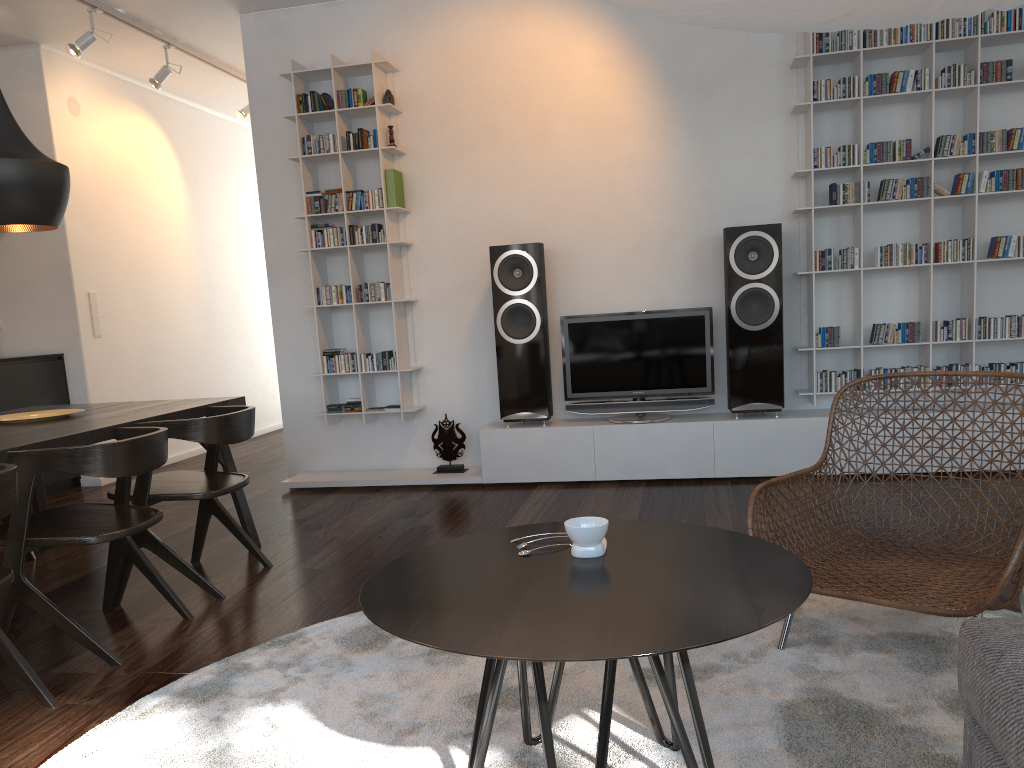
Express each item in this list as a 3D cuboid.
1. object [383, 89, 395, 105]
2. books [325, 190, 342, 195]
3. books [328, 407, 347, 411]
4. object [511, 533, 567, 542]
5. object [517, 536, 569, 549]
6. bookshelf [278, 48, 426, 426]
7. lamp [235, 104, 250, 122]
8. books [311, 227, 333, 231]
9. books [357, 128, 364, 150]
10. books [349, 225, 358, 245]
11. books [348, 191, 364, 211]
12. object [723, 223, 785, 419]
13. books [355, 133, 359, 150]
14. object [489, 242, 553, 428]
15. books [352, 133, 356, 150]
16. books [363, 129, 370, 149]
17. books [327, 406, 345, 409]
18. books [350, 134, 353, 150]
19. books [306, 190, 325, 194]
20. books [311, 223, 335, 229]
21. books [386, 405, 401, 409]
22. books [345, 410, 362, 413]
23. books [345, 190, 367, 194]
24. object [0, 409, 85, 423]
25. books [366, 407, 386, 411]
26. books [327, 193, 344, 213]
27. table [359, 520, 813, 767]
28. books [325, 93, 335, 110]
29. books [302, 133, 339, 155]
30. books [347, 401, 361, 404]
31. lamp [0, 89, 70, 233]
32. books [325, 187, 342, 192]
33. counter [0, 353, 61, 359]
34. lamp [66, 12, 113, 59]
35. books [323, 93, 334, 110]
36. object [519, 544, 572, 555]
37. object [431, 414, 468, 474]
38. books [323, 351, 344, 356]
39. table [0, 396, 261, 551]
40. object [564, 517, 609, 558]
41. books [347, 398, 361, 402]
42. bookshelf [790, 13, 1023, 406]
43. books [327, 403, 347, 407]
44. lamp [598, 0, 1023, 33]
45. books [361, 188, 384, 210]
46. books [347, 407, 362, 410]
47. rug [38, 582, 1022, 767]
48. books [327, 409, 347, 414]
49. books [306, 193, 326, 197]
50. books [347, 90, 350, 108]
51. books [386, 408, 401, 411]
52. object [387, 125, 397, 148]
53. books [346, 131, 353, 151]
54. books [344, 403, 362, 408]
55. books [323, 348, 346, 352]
[{"bbox_3d":[-0.696,-1.609,4.993,0.064,0.102,0.059,-5,8,-12],"label":"object"},{"bbox_3d":[-1.007,-1.097,5.067,0.107,0.018,0.068,-3,5,11],"label":"books"},{"bbox_3d":[-1.044,0.149,5.284,0.092,0.014,0.069,-3,5,11],"label":"books"},{"bbox_3d":[0.080,0.338,1.971,0.168,0.015,0.014,-4,7,-1],"label":"object"},{"bbox_3d":[0.091,0.341,1.930,0.163,0.016,0.025,-5,6,-13],"label":"object"},{"bbox_3d":[-0.916,-0.807,5.168,0.640,2.097,0.224,-2,9,11],"label":"bookshelf"},{"bbox_3d":[-1.975,-2.102,6.678,0.249,0.242,0.085,-9,10,-36],"label":"lamp"},{"bbox_3d":[-1.099,-0.902,5.155,0.111,0.012,0.092,-3,5,11],"label":"books"},{"bbox_3d":[-0.842,-1.375,4.986,0.029,0.117,0.073,-2,8,11],"label":"books"},{"bbox_3d":[-0.911,-0.856,5.103,0.029,0.117,0.073,-2,8,11],"label":"books"},{"bbox_3d":[-0.889,-1.041,5.066,0.088,0.108,0.095,-2,7,11],"label":"books"},{"bbox_3d":[1.294,-0.326,4.740,0.295,1.013,0.277,-2,9,11],"label":"object"},{"bbox_3d":[-0.865,-1.362,4.991,0.020,0.094,0.069,-2,8,11],"label":"books"},{"bbox_3d":[0.067,-0.268,4.990,0.295,1.013,0.277,-2,9,11],"label":"object"},{"bbox_3d":[-0.881,-1.361,4.996,0.014,0.093,0.069,-2,8,11],"label":"books"},{"bbox_3d":[-0.818,-1.373,4.984,0.016,0.108,0.068,-2,8,11],"label":"books"},{"bbox_3d":[-1.046,0.136,5.281,0.092,0.015,0.069,-3,5,11],"label":"books"},{"bbox_3d":[-0.894,-1.361,4.999,0.014,0.093,0.069,-2,8,11],"label":"books"},{"bbox_3d":[-1.128,-1.100,5.097,0.093,0.014,0.069,-2,5,17],"label":"books"},{"bbox_3d":[-1.101,-0.918,5.157,0.111,0.022,0.095,-3,5,11],"label":"books"},{"bbox_3d":[-0.690,0.134,5.221,0.093,0.014,0.069,-2,5,17],"label":"books"},{"bbox_3d":[-0.929,0.159,5.265,0.107,0.016,0.068,-3,5,11],"label":"books"},{"bbox_3d":[-0.888,-1.098,5.050,0.107,0.008,0.068,-3,5,11],"label":"books"},{"bbox_3d":[-1.873,0.128,3.475,0.356,0.017,0.352,-2,5,15],"label":"object"},{"bbox_3d":[-0.800,0.150,5.271,0.111,0.012,0.092,-3,5,11],"label":"books"},{"bbox_3d":[-1.002,-1.037,5.092,0.114,0.109,0.095,-2,7,11],"label":"books"},{"bbox_3d":[0.148,0.600,1.744,0.847,0.477,0.839,-2,6,14],"label":"table"},{"bbox_3d":[-1.013,-1.586,4.983,0.057,0.099,0.068,-2,8,11],"label":"books"},{"bbox_3d":[-1.075,-1.365,5.061,0.222,0.114,0.107,-3,7,11],"label":"books"},{"bbox_3d":[-0.925,0.107,5.253,0.092,0.014,0.069,-3,5,11],"label":"books"},{"bbox_3d":[-1.920,-0.868,3.365,0.409,0.547,0.409,-8,9,-31],"label":"lamp"},{"bbox_3d":[-1.005,-1.112,5.073,0.112,0.015,0.092,-3,5,11],"label":"books"},{"bbox_3d":[-3.770,0.054,3.408,0.732,0.002,5.012,-3,5,11],"label":"counter"},{"bbox_3d":[-2.339,-1.929,4.897,0.250,0.242,0.084,-5,9,-12],"label":"lamp"},{"bbox_3d":[-1.021,-1.586,4.985,0.057,0.099,0.068,-2,8,11],"label":"books"},{"bbox_3d":[0.071,0.349,1.877,0.124,0.010,0.026,-6,6,-22],"label":"object"},{"bbox_3d":[-0.374,0.346,5.224,0.213,0.354,0.120,-2,9,12],"label":"object"},{"bbox_3d":[-1.056,-0.182,5.247,0.107,0.023,0.068,-3,5,11],"label":"books"},{"bbox_3d":[-1.938,0.535,2.892,1.107,0.686,2.476,-2,5,11],"label":"table"},{"bbox_3d":[0.164,0.316,1.847,0.091,0.070,0.137,-1,6,23],"label":"object"},{"bbox_3d":[-0.926,0.092,5.252,0.092,0.014,0.069,-3,5,11],"label":"books"},{"bbox_3d":[2.513,-0.970,4.470,2.086,2.097,0.224,-2,9,11],"label":"bookshelf"},{"bbox_3d":[-1.042,0.126,5.280,0.107,0.009,0.068,-3,5,11],"label":"books"},{"bbox_3d":[0.670,-0.720,1.216,1.460,0.212,1.466,-8,7,-42],"label":"lamp"},{"bbox_3d":[-0.780,-1.051,5.053,0.137,0.114,0.121,-2,7,11],"label":"books"},{"bbox_3d":[-0.923,0.144,5.259,0.092,0.014,0.069,-3,5,11],"label":"books"},{"bbox_3d":[0.309,0.815,1.848,2.834,0.012,2.814,-4,5,-9],"label":"rug"},{"bbox_3d":[-1.043,0.163,5.285,0.098,0.015,0.073,-3,5,11],"label":"books"},{"bbox_3d":[-1.130,-1.087,5.103,0.092,0.014,0.069,-3,5,11],"label":"books"},{"bbox_3d":[-0.910,-1.592,4.975,0.012,0.108,0.068,-2,8,11],"label":"books"},{"bbox_3d":[-0.692,0.147,5.227,0.092,0.014,0.069,-3,5,11],"label":"books"},{"bbox_3d":[-0.683,-1.400,5.022,0.045,0.141,0.064,-3,8,3],"label":"object"},{"bbox_3d":[-0.913,-1.367,4.998,0.023,0.108,0.068,-2,8,11],"label":"books"},{"bbox_3d":[-0.932,0.126,5.255,0.107,0.023,0.068,-3,5,11],"label":"books"},{"bbox_3d":[-1.053,-0.202,5.261,0.111,0.012,0.092,-3,5,11],"label":"books"}]
